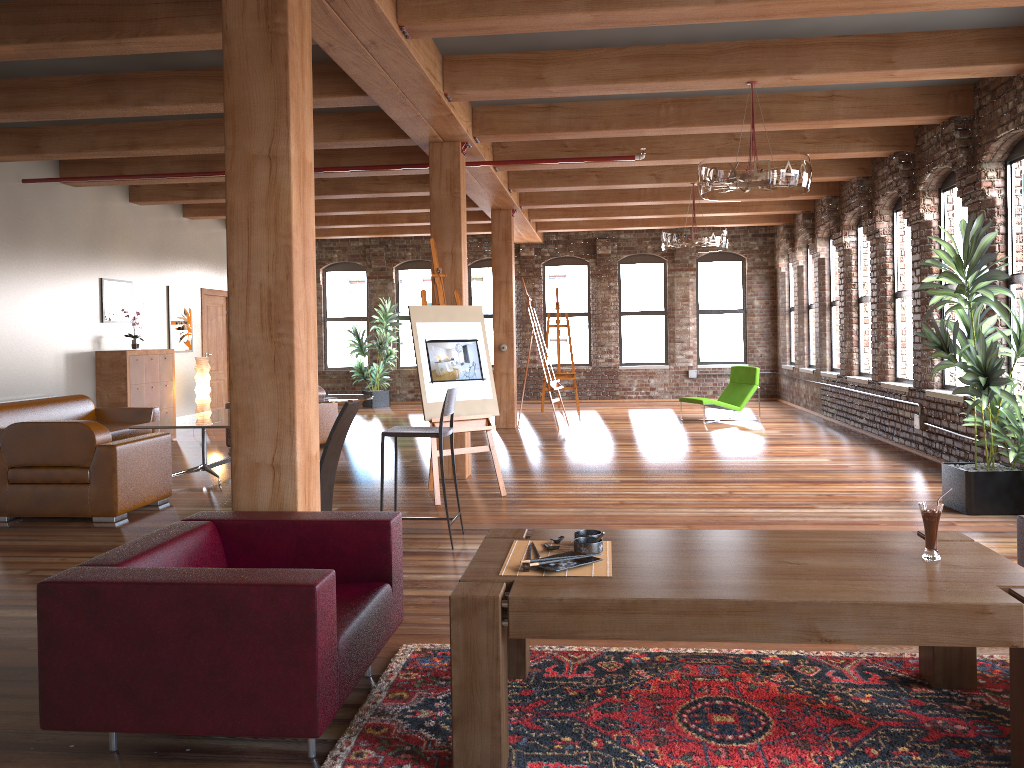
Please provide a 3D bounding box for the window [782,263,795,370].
[{"bbox_3d":[4.999,-1.375,15.773,0.232,2.214,0.969,-1,1,6],"label":"window"}]

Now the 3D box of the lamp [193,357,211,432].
[{"bbox_3d":[-4.225,0.166,12.156,0.271,1.113,0.261,-1,1,-39],"label":"lamp"}]

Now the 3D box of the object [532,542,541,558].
[{"bbox_3d":[0.084,0.575,3.061,0.007,0.008,0.270,-1,3,-5],"label":"object"}]

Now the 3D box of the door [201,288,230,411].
[{"bbox_3d":[-4.734,-0.433,14.017,0.226,2.119,1.031,-1,1,6],"label":"door"}]

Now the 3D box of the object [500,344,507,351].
[{"bbox_3d":[-0.119,-0.507,12.428,0.095,0.095,0.061,-1,1,6],"label":"object"}]

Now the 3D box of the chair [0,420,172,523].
[{"bbox_3d":[-3.341,0.621,6.865,1.063,0.735,0.831,-1,2,6],"label":"chair"}]

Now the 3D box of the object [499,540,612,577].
[{"bbox_3d":[0.159,0.583,2.986,0.352,0.001,0.470,-1,3,6],"label":"object"}]

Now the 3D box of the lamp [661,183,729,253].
[{"bbox_3d":[2.223,-2.043,10.809,0.809,0.814,0.810,1,2,42],"label":"lamp"}]

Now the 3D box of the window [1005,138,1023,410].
[{"bbox_3d":[4.069,-0.886,6.995,0.235,2.214,0.969,-1,1,6],"label":"window"}]

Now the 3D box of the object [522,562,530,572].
[{"bbox_3d":[0.045,0.583,2.804,0.018,0.021,0.059,-1,3,-7],"label":"object"}]

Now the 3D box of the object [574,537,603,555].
[{"bbox_3d":[0.262,0.556,3.033,0.099,0.043,0.099,2,4,44],"label":"object"}]

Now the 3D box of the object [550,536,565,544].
[{"bbox_3d":[0.162,0.561,3.176,0.059,0.021,0.018,-4,3,-42],"label":"object"}]

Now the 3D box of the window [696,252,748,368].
[{"bbox_3d":[4.014,-1.421,16.992,0.968,2.217,0.219,-1,0,6],"label":"window"}]

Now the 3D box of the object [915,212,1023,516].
[{"bbox_3d":[3.407,-0.152,6.339,0.966,2.102,1.081,-1,1,19],"label":"object"}]

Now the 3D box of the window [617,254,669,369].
[{"bbox_3d":[2.536,-1.404,17.149,0.968,2.217,0.219,-1,0,6],"label":"window"}]

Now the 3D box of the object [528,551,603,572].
[{"bbox_3d":[0.169,0.579,2.868,0.213,0.018,0.154,-3,4,-39],"label":"object"}]

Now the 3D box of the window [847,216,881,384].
[{"bbox_3d":[4.531,-1.130,11.373,0.230,2.214,0.969,-1,1,6],"label":"window"}]

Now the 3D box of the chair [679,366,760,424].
[{"bbox_3d":[3.041,0.147,13.010,0.956,0.796,0.681,-2,2,-19],"label":"chair"}]

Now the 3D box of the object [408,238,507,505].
[{"bbox_3d":[-0.510,-0.156,7.313,0.702,2.140,0.685,-1,1,-34],"label":"object"}]

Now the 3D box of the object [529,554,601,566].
[{"bbox_3d":[0.174,0.567,2.864,0.270,0.008,0.007,-3,2,-28],"label":"object"}]

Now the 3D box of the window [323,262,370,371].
[{"bbox_3d":[-3.323,-1.361,17.838,0.968,2.168,0.086,-1,0,6],"label":"window"}]

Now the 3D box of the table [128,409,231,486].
[{"bbox_3d":[-2.822,0.598,8.713,0.939,0.560,1.873,-1,3,6],"label":"table"}]

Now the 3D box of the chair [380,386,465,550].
[{"bbox_3d":[-0.575,0.514,5.656,0.466,0.981,0.430,-1,1,6],"label":"chair"}]

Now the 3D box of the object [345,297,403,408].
[{"bbox_3d":[-2.651,-0.617,16.977,1.080,2.103,0.967,-1,1,-16],"label":"object"}]

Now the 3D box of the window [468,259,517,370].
[{"bbox_3d":[-0.384,-1.364,17.458,0.968,2.227,0.221,-1,0,6],"label":"window"}]

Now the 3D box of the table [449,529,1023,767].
[{"bbox_3d":[0.739,0.853,2.922,1.750,0.549,0.901,-1,2,6],"label":"table"}]

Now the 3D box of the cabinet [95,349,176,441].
[{"bbox_3d":[-4.737,0.172,11.235,0.418,1.208,1.187,-1,2,6],"label":"cabinet"}]

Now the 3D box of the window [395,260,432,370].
[{"bbox_3d":[-1.839,-1.379,17.680,0.968,2.168,0.086,-1,0,6],"label":"window"}]

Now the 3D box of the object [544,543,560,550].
[{"bbox_3d":[0.134,0.561,3.089,0.045,0.030,0.153,-1,3,-9],"label":"object"}]

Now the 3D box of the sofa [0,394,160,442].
[{"bbox_3d":[-4.596,0.528,9.002,0.951,0.734,2.416,-1,3,6],"label":"sofa"}]

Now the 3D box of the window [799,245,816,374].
[{"bbox_3d":[4.841,-1.292,14.288,0.231,2.214,0.969,-1,1,6],"label":"window"}]

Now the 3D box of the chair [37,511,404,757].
[{"bbox_3d":[-0.924,0.847,3.118,0.865,0.592,1.072,-1,2,6],"label":"chair"}]

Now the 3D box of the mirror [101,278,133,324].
[{"bbox_3d":[-4.968,-1.040,11.158,0.025,0.548,0.695,-1,2,6],"label":"mirror"}]

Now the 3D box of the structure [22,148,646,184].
[{"bbox_3d":[-2.068,-2.221,9.066,6.807,0.112,0.051,-1,1,6],"label":"structure"}]

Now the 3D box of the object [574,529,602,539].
[{"bbox_3d":[0.271,0.549,3.150,0.099,0.043,0.099,1,3,32],"label":"object"}]

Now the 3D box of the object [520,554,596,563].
[{"bbox_3d":[0.155,0.566,2.885,0.270,0.008,0.007,-2,2,-20],"label":"object"}]

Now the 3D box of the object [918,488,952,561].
[{"bbox_3d":[1.370,0.453,2.873,0.095,0.232,0.076,0,1,39],"label":"object"}]

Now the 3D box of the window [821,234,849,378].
[{"bbox_3d":[4.687,-1.211,12.828,0.233,2.214,0.969,-1,1,6],"label":"window"}]

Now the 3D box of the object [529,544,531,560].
[{"bbox_3d":[0.062,0.578,3.026,0.007,0.008,0.270,-1,3,2],"label":"object"}]

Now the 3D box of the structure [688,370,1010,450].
[{"bbox_3d":[4.280,0.243,10.134,1.633,0.313,13.723,-1,3,-1],"label":"structure"}]

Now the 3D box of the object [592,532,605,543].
[{"bbox_3d":[0.276,0.530,3.006,0.045,0.079,0.137,-2,2,-29],"label":"object"}]

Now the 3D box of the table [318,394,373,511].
[{"bbox_3d":[-1.267,0.553,5.820,0.721,0.924,0.722,0,2,31],"label":"table"}]

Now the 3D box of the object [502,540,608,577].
[{"bbox_3d":[0.158,0.583,2.986,0.332,0.003,0.471,-1,3,6],"label":"object"}]

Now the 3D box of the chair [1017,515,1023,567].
[{"bbox_3d":[2.270,0.810,2.755,0.865,0.592,1.072,-1,2,6],"label":"chair"}]

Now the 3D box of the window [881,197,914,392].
[{"bbox_3d":[4.379,-1.048,9.913,0.236,2.214,0.969,-1,1,6],"label":"window"}]

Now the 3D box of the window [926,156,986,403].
[{"bbox_3d":[4.223,-0.967,8.454,0.232,2.214,0.969,-1,1,6],"label":"window"}]

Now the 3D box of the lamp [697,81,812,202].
[{"bbox_3d":[1.764,-1.802,6.485,0.810,0.814,0.809,-3,2,-41],"label":"lamp"}]

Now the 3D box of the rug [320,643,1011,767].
[{"bbox_3d":[0.697,1.126,2.922,2.462,0.009,1.345,-1,3,6],"label":"rug"}]

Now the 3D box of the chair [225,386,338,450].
[{"bbox_3d":[-2.790,0.400,10.786,1.063,0.735,0.831,0,2,16],"label":"chair"}]

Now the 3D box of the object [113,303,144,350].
[{"bbox_3d":[-4.770,-0.721,11.120,0.370,0.589,0.298,-1,1,0],"label":"object"}]

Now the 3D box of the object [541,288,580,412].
[{"bbox_3d":[0.811,-0.614,15.391,0.662,2.140,0.685,-1,1,1],"label":"object"}]

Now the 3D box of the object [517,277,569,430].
[{"bbox_3d":[0.391,-0.455,12.566,0.685,2.140,0.662,-1,1,16],"label":"object"}]

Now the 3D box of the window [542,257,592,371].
[{"bbox_3d":[1.073,-1.381,17.303,0.968,2.227,0.221,-1,0,6],"label":"window"}]

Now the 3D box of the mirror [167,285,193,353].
[{"bbox_3d":[-4.790,-0.930,12.808,0.025,0.952,0.695,-1,1,6],"label":"mirror"}]
